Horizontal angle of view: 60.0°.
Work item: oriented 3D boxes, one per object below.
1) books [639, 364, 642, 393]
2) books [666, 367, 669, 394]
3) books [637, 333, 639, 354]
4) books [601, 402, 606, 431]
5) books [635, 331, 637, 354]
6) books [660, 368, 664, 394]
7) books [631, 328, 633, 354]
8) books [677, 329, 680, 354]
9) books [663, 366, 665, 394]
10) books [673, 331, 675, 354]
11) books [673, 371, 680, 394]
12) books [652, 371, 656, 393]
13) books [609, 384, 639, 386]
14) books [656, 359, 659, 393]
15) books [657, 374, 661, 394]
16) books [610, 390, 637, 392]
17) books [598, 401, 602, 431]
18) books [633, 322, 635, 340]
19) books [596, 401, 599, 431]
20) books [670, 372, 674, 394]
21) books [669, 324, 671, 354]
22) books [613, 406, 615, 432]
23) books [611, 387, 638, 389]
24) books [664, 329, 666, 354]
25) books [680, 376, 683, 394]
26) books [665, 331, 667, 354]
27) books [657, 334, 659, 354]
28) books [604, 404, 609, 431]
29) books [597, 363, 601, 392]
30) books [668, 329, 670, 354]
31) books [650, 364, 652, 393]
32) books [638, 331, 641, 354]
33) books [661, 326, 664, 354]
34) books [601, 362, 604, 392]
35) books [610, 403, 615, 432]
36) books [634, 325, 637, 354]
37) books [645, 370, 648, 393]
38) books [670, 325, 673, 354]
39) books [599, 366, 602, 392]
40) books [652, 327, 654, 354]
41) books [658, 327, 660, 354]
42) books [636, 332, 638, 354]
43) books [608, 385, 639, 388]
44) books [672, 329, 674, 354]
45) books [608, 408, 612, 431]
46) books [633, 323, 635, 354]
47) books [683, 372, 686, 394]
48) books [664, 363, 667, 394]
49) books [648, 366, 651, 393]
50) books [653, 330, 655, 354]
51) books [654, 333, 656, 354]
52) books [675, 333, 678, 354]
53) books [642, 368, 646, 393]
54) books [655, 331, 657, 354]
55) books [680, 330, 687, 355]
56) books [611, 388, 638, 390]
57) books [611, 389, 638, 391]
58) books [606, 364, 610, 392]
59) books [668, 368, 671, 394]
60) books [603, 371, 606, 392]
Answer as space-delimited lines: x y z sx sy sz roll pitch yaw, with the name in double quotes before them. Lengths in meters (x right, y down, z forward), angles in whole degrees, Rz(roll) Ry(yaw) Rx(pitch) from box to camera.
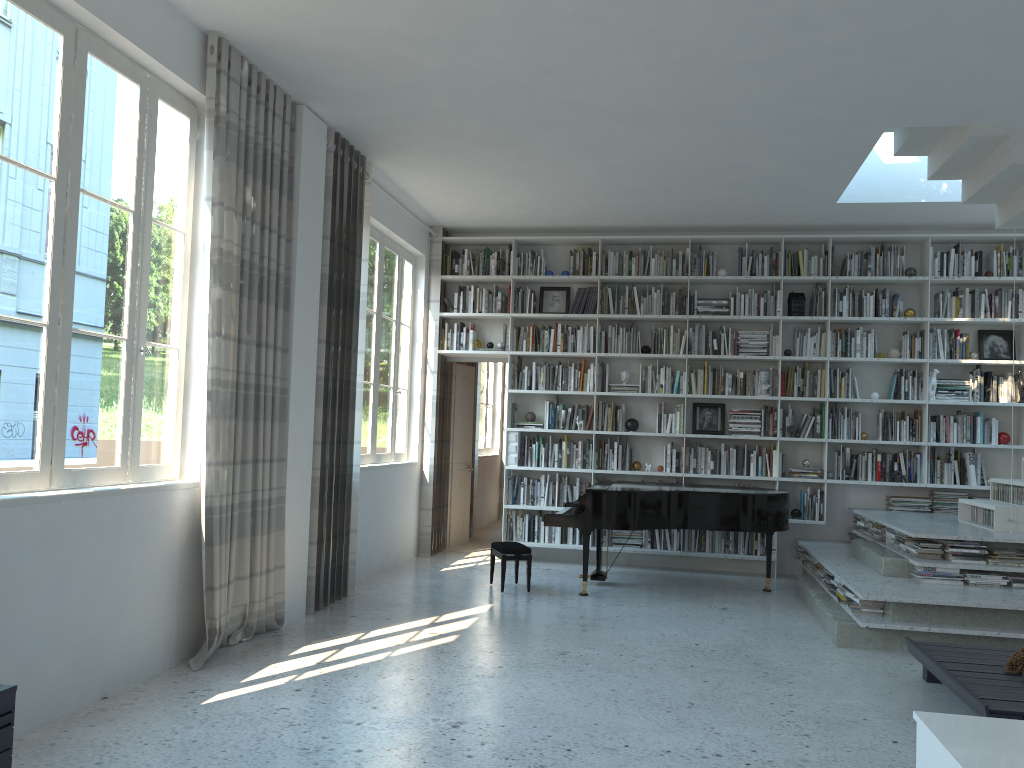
"books" 1.233 -0.045 8.489 0.012 0.285 0.159 2 -3 11
"books" 1.478 -0.027 8.442 0.023 0.259 0.170 2 -3 11
"books" 1.214 -0.375 8.526 0.004 0.209 0.132 2 -3 11
"books" 0.882 0.319 8.549 0.026 0.275 0.154 2 -3 11
"books" 1.198 -0.389 8.538 0.009 0.236 0.135 2 -3 11
"books" 1.430 -0.021 8.452 0.028 0.247 0.170 2 -3 11
"books" 1.156 -0.403 8.525 0.010 0.261 0.158 2 -3 11
"books" 1.587 -0.390 8.442 0.022 0.257 0.155 2 -3 11
"books" 1.448 -0.031 8.438 0.012 0.265 0.193 2 -3 11
"books" 1.549 -0.377 8.458 0.011 0.229 0.166 2 -3 11
"books" 1.564 -0.008 8.422 0.060 0.227 0.179 2 -3 11
"books" 1.360 -0.011 8.477 0.048 0.224 0.149 2 -3 11
"books" 1.078 0.014 8.522 0.285 0.012 0.159 2 -3 7
"books" 1.389 -0.063 8.465 0.010 0.329 0.173 2 -3 11
"books" 1.406 0.008 8.474 0.025 0.189 0.140 2 -3 11
"books" 1.078 0.076 8.528 0.254 0.012 0.161 1 -3 11
"books" 0.856 0.313 8.549 0.025 0.284 0.145 2 -3 11
"books" 1.171 -0.437 8.533 0.005 0.331 0.161 2 -3 11
"books" 0.828 0.312 8.564 0.012 0.285 0.159 2 -3 11
"books" 1.526 -0.004 8.453 0.026 0.219 0.150 2 -3 11
"books" 1.507 -0.417 8.460 0.006 0.303 0.165 2 -3 11
"books" 0.986 0.337 8.524 0.014 0.243 0.153 2 -3 11
"books" 1.078 0.039 8.523 0.254 0.012 0.161 2 -3 8
"books" 1.456 -0.389 8.448 0.013 0.243 0.189 2 -3 11
"books" 1.610 0.017 8.431 0.027 0.181 0.142 2 -3 11
"books" 1.474 -0.383 8.481 0.011 0.236 0.130 2 -3 11
"books" 1.396 -0.367 8.484 0.011 0.200 0.162 2 -3 11
"books" 0.911 0.325 8.536 0.036 0.263 0.166 2 -3 11
"books" 0.841 -0.054 8.579 0.012 0.285 0.159 2 -3 11
"books" 1.499 -0.392 8.458 0.006 0.253 0.180 2 -3 11
"books" 1.328 -0.044 8.468 0.012 0.286 0.167 2 -3 11
"books" 1.229 -0.386 8.516 0.031 0.232 0.148 2 -3 11
"books" 1.440 -0.409 8.487 0.033 0.287 0.155 2 -3 11
"books" 0.878 -0.059 8.585 0.011 0.297 0.135 2 -3 11
"books" 0.963 0.319 8.509 0.026 0.274 0.190 2 -3 11
"books" 1.183 -0.416 8.508 0.011 0.287 0.189 2 -3 11
"books" 1.293 -0.013 8.500 0.024 0.227 0.137 2 -3 11
"books" 1.521 -0.406 8.453 0.022 0.284 0.190 2 -3 11
"books" 0.857 -0.040 8.569 0.024 0.257 0.134 2 -3 11
"books" 1.352 -0.405 8.508 0.012 0.275 0.129 2 -3 11
"books" 1.408 -0.400 8.492 0.009 0.266 0.149 2 -3 11
"books" 1.207 -0.379 8.529 0.012 0.218 0.151 2 -3 11
"books" 1.079 0.027 8.526 0.285 0.012 0.159 1 -3 13
"books" 1.538 -0.391 8.457 0.010 0.257 0.140 2 -3 11
"books" 0.941 0.343 8.533 0.025 0.228 0.153 2 -3 11
"books" 1.176 -0.424 8.531 0.005 0.305 0.162 2 -3 11
"books" 1.637 0.000 8.429 0.026 0.217 0.126 2 -3 11
"books" 1.461 -0.047 8.445 0.011 0.300 0.178 2 -3 11
"books" 1.313 -0.034 8.482 0.022 0.267 0.151 2 -3 11
"books" 1.359 -0.389 8.478 0.005 0.240 0.174 2 -3 11
"books" 1.370 -0.376 8.493 0.013 0.216 0.149 2 -3 11
"books" 1.565 -0.370 8.454 0.024 0.216 0.142 2 -3 11
"books" 1.261 -0.026 8.478 0.030 0.247 0.174 2 -3 11
"books" 1.375 -0.387 8.466 0.005 0.236 0.178 2 -3 11
"books" 1.625 -0.380 8.412 0.064 0.237 0.209 2 -3 11
"books" 1.077 0.051 8.519 0.254 0.012 0.161 2 -3 6
"books" 1.077 0.063 8.520 0.254 0.012 0.161 2 -3 7
"books" 0.924 -0.049 8.559 0.021 0.277 0.136 2 -3 11
"books" 1.503 -0.023 8.458 0.022 0.256 0.152 2 -3 11
"books" 0.897 -0.015 8.568 0.034 0.209 0.136 2 -3 11
